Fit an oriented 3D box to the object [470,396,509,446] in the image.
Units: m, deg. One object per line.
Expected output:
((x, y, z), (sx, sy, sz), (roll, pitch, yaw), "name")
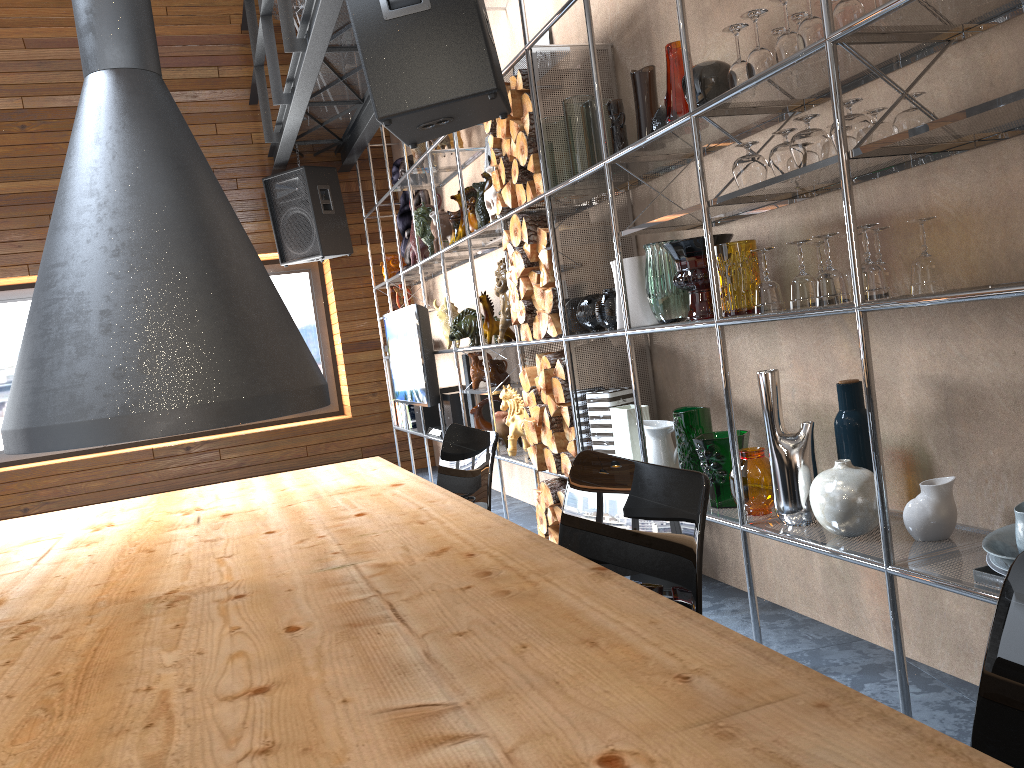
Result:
((-0.106, 0.213, 5.002), (0.249, 0.290, 0.114), (-7, 3, 7), "object")

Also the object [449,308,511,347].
((-0.162, -0.328, 4.984), (0.403, 0.221, 0.192), (-7, 3, 19), "object")

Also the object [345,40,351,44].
((-1.201, -2.684, 7.024), (0.246, 0.016, 0.182), (-9, 3, -18), "object")

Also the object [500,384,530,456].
((0.099, 0.174, 4.446), (0.375, 0.363, 0.170), (-5, 4, 37), "object")

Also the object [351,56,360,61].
((-1.189, -2.582, 7.044), (0.234, 0.025, 0.176), (-9, 3, -18), "object")

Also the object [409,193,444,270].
((-0.589, -1.004, 5.877), (0.219, 0.440, 0.462), (-9, 3, -18), "object")

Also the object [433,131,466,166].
((-0.418, -1.591, 5.460), (0.215, 0.458, 0.328), (-8, 3, -13), "object")

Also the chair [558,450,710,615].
((0.017, 0.552, 1.246), (0.599, 0.825, 0.527), (-9, 3, -18), "chair")

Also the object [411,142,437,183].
((-0.596, -1.582, 5.874), (0.207, 0.442, 0.328), (-9, 3, -25), "object")

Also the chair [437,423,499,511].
((-0.258, 0.544, 2.066), (0.599, 0.825, 0.527), (-9, 3, -18), "chair")

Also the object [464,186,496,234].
((-0.149, -0.914, 4.680), (0.227, 0.270, 0.123), (-9, 3, -18), "object")

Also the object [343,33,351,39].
((-1.215, -2.748, 7.036), (0.246, 0.016, 0.182), (-9, 3, -18), "object")

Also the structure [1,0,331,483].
((-1.508, -1.810, 3.162), (1.197, 5.700, 1.689), (-9, 3, -18), "structure")

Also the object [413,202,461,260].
((-0.468, -0.956, 5.490), (0.255, 0.356, 0.167), (-8, 3, 1), "object")

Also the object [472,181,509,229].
((-0.064, -0.906, 4.492), (0.253, 0.249, 0.126), (-8, 3, -13), "object")

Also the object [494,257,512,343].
((0.057, -0.435, 4.343), (0.210, 0.451, 0.405), (-9, 3, -26), "object")

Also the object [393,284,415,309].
((-0.833, -0.668, 6.909), (0.060, 0.223, 0.267), (-6, 3, 27), "object")

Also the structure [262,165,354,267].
((-1.575, -1.314, 6.955), (0.461, 0.735, 0.488), (-6, 4, 32), "structure")

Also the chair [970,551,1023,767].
((0.293, 0.559, 0.425), (0.599, 0.825, 0.527), (-9, 3, -18), "chair")

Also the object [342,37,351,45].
((-1.207, -2.706, 7.022), (0.252, 0.028, 0.180), (-9, 3, -18), "object")

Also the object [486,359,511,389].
((-0.077, -0.059, 4.803), (0.105, 0.168, 0.210), (-6, 3, 22), "object")

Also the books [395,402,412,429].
((-0.808, 0.233, 7.074), (0.139, 0.208, 0.461), (-9, 3, -19), "books")

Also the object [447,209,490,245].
((-0.224, -0.888, 5.013), (0.272, 0.207, 0.137), (-8, 3, -15), "object")

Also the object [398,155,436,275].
((-0.696, -1.219, 6.342), (0.305, 0.840, 0.237), (-9, 3, -16), "object")

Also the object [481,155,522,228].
((-0.045, -0.953, 4.334), (0.198, 0.358, 0.116), (-8, 3, -11), "object")

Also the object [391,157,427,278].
((-0.805, -1.240, 6.588), (0.244, 0.879, 0.244), (-7, 3, 10), "object")

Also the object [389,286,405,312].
((-0.902, -0.673, 7.098), (0.116, 0.229, 0.233), (-6, 3, 22), "object")

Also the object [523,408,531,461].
((0.151, 0.181, 4.237), (0.198, 0.358, 0.116), (-9, 3, -26), "object")

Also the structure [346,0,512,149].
((-0.309, -1.280, 3.184), (0.506, 0.744, 0.460), (-7, 3, 7), "structure")

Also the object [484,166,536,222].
((0.023, -0.914, 4.180), (0.314, 0.280, 0.151), (-9, 3, -20), "object")

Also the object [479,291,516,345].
((-0.062, -0.362, 4.743), (0.290, 0.290, 0.097), (-10, 4, -38), "object")

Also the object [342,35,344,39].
((-1.221, -2.764, 7.046), (0.246, 0.016, 0.182), (-9, 3, -18), "object")

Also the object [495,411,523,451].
((-0.028, 0.247, 4.778), (0.119, 0.220, 0.212), (-7, 3, 16), "object")

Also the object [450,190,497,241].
((-0.184, -0.924, 4.846), (0.290, 0.290, 0.097), (-9, 3, -20), "object")

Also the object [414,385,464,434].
((-0.521, 0.181, 6.436), (0.343, 0.303, 0.175), (-9, 3, -18), "object")

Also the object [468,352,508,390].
((-0.131, -0.084, 5.022), (0.217, 0.214, 0.108), (-7, 3, 7), "object")

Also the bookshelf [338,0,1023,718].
((0.558, -2.294, 2.122), (0.421, 6.219, 10.738), (-9, 3, -18), "bookshelf")

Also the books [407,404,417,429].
((-0.726, 0.244, 6.882), (0.138, 0.185, 0.081), (-9, 3, -18), "books")

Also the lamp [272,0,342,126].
((-1.449, -2.380, 6.286), (0.475, 1.002, 0.475), (-7, 3, 5), "lamp")

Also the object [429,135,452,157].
((-0.451, -1.477, 5.174), (0.208, 0.280, 0.131), (-10, 4, -36), "object")

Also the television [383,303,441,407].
((-0.671, -0.185, 5.925), (0.115, 0.638, 1.075), (-9, 3, -18), "television")

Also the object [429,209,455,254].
((-0.399, -0.909, 5.267), (0.164, 0.266, 0.237), (-8, 3, -2), "object")

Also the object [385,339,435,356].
((-0.817, -0.300, 7.035), (0.320, 0.114, 0.404), (-9, 3, -18), "object")

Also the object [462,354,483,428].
((-0.222, 0.081, 5.335), (0.112, 0.533, 0.112), (-9, 3, -18), "object")

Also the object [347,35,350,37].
((-1.205, -2.731, 7.039), (0.233, 0.021, 0.174), (-9, 3, -18), "object")

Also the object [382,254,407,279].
((-0.867, -0.907, 6.865), (0.278, 0.222, 0.138), (-8, 3, -8), "object")

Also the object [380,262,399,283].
((-0.950, -0.908, 7.102), (0.233, 0.209, 0.107), (-9, 4, -31), "object")

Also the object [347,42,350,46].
((-1.199, -2.668, 7.024), (0.246, 0.016, 0.182), (-9, 3, -18), "object")

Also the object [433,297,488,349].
((-0.305, -0.373, 5.305), (0.325, 0.309, 0.154), (-10, 4, -33), "object")

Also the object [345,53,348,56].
((-1.197, -2.625, 7.042), (0.243, 0.012, 0.159), (-9, 3, -18), "object")
